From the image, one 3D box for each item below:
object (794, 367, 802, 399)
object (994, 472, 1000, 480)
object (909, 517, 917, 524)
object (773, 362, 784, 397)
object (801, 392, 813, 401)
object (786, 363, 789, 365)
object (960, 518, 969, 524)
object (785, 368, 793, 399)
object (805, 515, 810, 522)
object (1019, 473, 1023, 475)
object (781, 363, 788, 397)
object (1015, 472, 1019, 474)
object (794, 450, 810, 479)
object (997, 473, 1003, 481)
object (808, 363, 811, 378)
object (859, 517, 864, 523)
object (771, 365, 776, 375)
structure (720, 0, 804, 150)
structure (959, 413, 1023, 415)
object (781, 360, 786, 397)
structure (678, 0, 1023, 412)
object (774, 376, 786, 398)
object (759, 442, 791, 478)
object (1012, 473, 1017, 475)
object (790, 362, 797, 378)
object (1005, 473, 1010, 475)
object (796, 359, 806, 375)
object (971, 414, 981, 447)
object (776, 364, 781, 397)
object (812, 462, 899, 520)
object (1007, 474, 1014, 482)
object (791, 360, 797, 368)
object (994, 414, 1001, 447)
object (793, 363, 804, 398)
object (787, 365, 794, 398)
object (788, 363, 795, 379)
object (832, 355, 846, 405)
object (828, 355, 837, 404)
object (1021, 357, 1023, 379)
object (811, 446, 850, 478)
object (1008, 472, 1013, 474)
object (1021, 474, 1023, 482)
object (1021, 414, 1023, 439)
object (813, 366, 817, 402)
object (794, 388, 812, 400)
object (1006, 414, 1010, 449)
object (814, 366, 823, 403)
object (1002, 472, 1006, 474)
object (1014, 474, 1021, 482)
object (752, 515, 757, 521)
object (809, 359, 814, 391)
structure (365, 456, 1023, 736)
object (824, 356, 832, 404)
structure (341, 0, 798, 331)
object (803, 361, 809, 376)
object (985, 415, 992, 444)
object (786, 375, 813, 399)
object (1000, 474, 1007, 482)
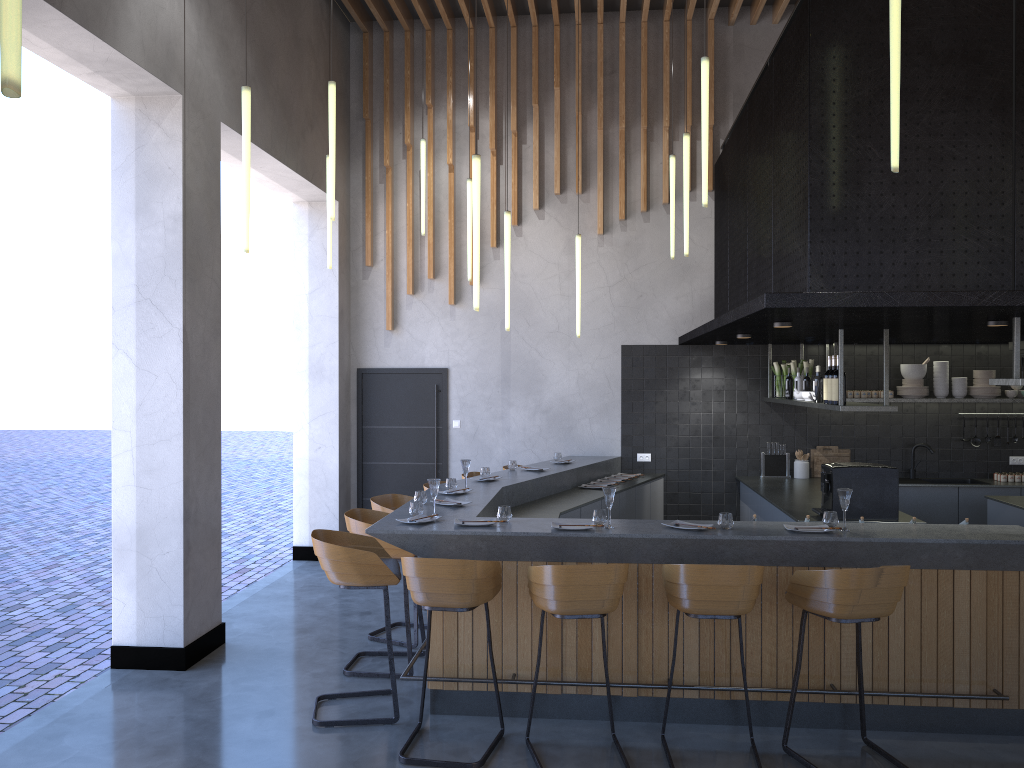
[{"bbox_3d":[2.737,-0.005,8.473,0.073,0.305,0.072,0,0,-21],"label":"object"},{"bbox_3d":[4.962,0.943,9.071,0.062,0.078,0.062,0,0,11],"label":"object"},{"bbox_3d":[2.346,0.883,5.196,0.096,0.203,0.048,0,0,-40],"label":"object"},{"bbox_3d":[2.721,-0.046,9.064,0.105,0.365,0.047,0,0,24],"label":"object"},{"bbox_3d":[2.665,0.094,7.898,0.159,0.110,0.172,0,0,-12],"label":"object"},{"bbox_3d":[2.860,-0.042,9.151,0.057,0.356,0.141,0,0,2],"label":"object"},{"bbox_3d":[2.642,0.883,5.188,0.040,0.203,0.100,0,0,-23],"label":"object"},{"bbox_3d":[2.691,-0.006,8.602,0.073,0.305,0.072,0,0,2],"label":"object"},{"bbox_3d":[1.757,0.883,5.274,0.029,0.203,0.077,0,0,-4],"label":"object"},{"bbox_3d":[5.156,0.944,8.980,0.062,0.078,0.062,0,0,11],"label":"object"},{"bbox_3d":[2.791,-0.037,9.051,0.093,0.347,0.057,0,0,-16],"label":"object"},{"bbox_3d":[5.163,0.943,9.052,0.062,0.078,0.062,0,0,11],"label":"object"},{"bbox_3d":[3.025,0.830,9.255,0.158,0.303,0.175,0,0,9],"label":"object"},{"bbox_3d":[4.955,0.944,9.000,0.062,0.078,0.062,0,0,11],"label":"object"},{"bbox_3d":[2.910,-0.035,8.709,0.057,0.347,0.093,0,0,2],"label":"object"},{"bbox_3d":[2.060,0.883,5.216,0.038,0.203,0.057,0,0,31],"label":"object"},{"bbox_3d":[2.801,-0.029,9.211,0.220,0.330,0.054,0,0,19],"label":"object"},{"bbox_3d":[3.512,-0.270,4.159,11.718,4.117,9.054,0,0,5],"label":"structure"},{"bbox_3d":[4.999,0.311,9.161,0.743,0.018,0.074,0,0,6],"label":"structure"},{"bbox_3d":[2.795,-0.054,9.125,0.056,0.381,0.113,0,0,19],"label":"object"},{"bbox_3d":[5.826,-0.993,6.632,8.600,2.382,4.958,0,0,6],"label":"structure"},{"bbox_3d":[2.827,0.027,9.121,0.248,0.231,0.234,0,0,15],"label":"object"},{"bbox_3d":[2.759,0.796,9.294,0.322,0.371,0.067,0,0,6],"label":"object"},{"bbox_3d":[5.090,0.944,8.987,0.062,0.078,0.062,0,0,11],"label":"object"},{"bbox_3d":[2.837,-0.040,8.807,0.141,0.356,0.057,0,0,20],"label":"object"},{"bbox_3d":[5.024,0.944,8.993,0.062,0.078,0.062,0,0,11],"label":"object"},{"bbox_3d":[2.841,-0.052,8.737,0.113,0.381,0.056,0,0,37],"label":"object"},{"bbox_3d":[4.787,0.479,9.150,0.104,0.336,0.031,0,0,5],"label":"object"},{"bbox_3d":[2.745,-0.037,9.145,0.055,0.345,0.118,0,0,21],"label":"object"},{"bbox_3d":[2.566,0.801,6.659,0.562,0.400,0.322,0,0,6],"label":"object"},{"bbox_3d":[5.017,0.944,8.925,0.062,0.078,0.062,0,0,11],"label":"object"},{"bbox_3d":[2.883,-0.056,9.029,0.084,0.386,0.046,0,0,-32],"label":"object"},{"bbox_3d":[5.006,0.479,9.133,0.068,0.337,0.024,0,0,6],"label":"object"},{"bbox_3d":[2.806,-0.035,8.695,0.118,0.345,0.055,0,0,39],"label":"object"},{"bbox_3d":[2.762,-0.026,8.769,0.054,0.330,0.220,0,0,37],"label":"object"},{"bbox_3d":[2.844,-0.036,8.863,0.169,0.349,0.056,0,0,18],"label":"object"},{"bbox_3d":[2.474,-0.031,6.702,0.101,0.378,0.100,0,0,-1],"label":"object"},{"bbox_3d":[2.486,-0.032,6.832,0.101,0.378,0.100,0,0,-1],"label":"object"},{"bbox_3d":[4.270,-0.116,7.348,0.074,0.256,0.074,0,0,-39],"label":"object"},{"bbox_3d":[3.352,0.817,9.311,0.400,0.330,0.098,0,0,6],"label":"object"},{"bbox_3d":[5.097,0.943,9.058,0.062,0.078,0.062,0,0,11],"label":"object"},{"bbox_3d":[5.149,0.944,8.912,0.062,0.078,0.062,0,0,11],"label":"object"},{"bbox_3d":[5.246,0.439,9.070,0.074,0.256,0.074,0,0,-39],"label":"object"},{"bbox_3d":[2.612,0.000,7.580,0.073,0.305,0.072,0,0,38],"label":"object"},{"bbox_3d":[2.662,0.093,8.125,0.159,0.110,0.172,0,0,11],"label":"object"},{"bbox_3d":[5.105,0.492,9.123,0.033,0.363,0.024,0,0,6],"label":"object"},{"bbox_3d":[2.532,0.001,7.319,0.072,0.305,0.073,0,0,-41],"label":"object"},{"bbox_3d":[5.031,0.943,9.065,0.062,0.078,0.062,0,0,11],"label":"object"},{"bbox_3d":[5.083,0.944,8.919,0.062,0.078,0.062,0,0,11],"label":"object"},{"bbox_3d":[1.457,0.883,5.306,0.042,0.203,0.076,0,0,39],"label":"object"},{"bbox_3d":[2.960,-0.054,8.790,0.046,0.386,0.084,0,0,-13],"label":"object"},{"bbox_3d":[3.873,1.196,6.928,8.945,1.400,4.889,0,0,6],"label":"structure"},{"bbox_3d":[2.498,-0.032,6.958,0.101,0.378,0.100,0,0,-1],"label":"object"},{"bbox_3d":[3.089,-1.042,4.300,10.399,5.894,10.127,0,0,6],"label":"structure"},{"bbox_3d":[2.876,-0.044,8.647,0.047,0.365,0.105,0,0,42],"label":"object"},{"bbox_3d":[4.901,0.464,9.136,0.062,0.306,0.038,0,0,6],"label":"object"},{"bbox_3d":[2.855,0.029,8.766,0.234,0.231,0.248,0,0,34],"label":"object"},{"bbox_3d":[4.949,0.944,8.932,0.062,0.078,0.062,0,0,11],"label":"object"}]
